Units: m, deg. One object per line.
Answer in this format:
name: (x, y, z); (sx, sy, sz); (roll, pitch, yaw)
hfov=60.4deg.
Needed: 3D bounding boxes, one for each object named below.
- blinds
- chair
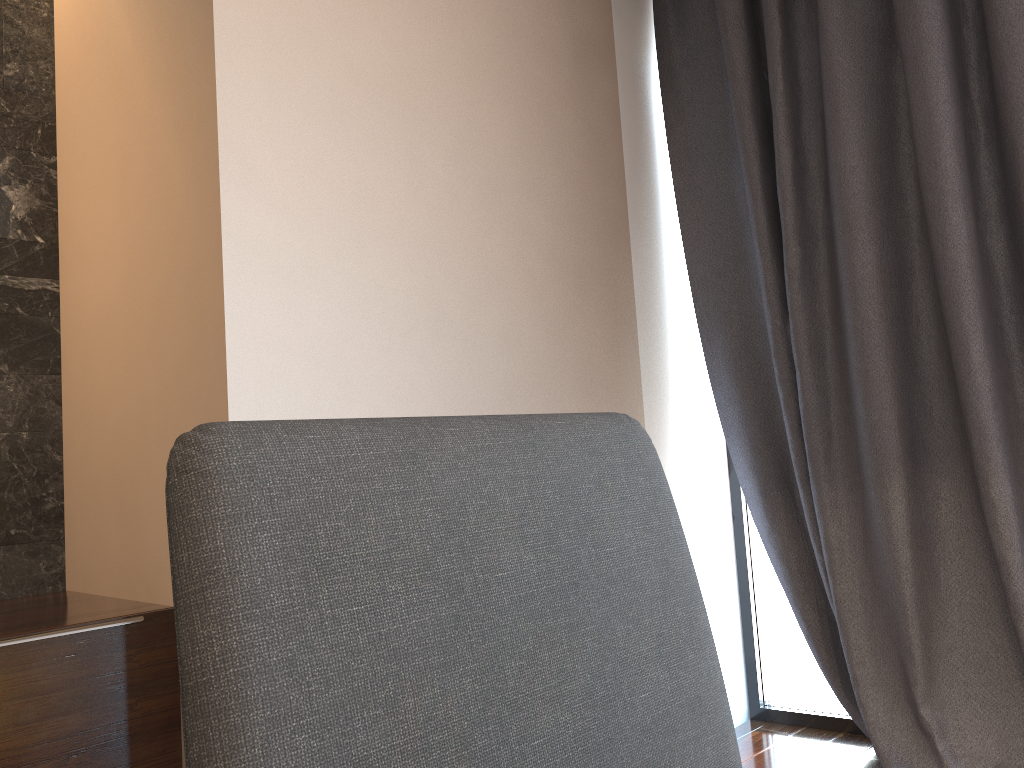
blinds: (3.287, -0.694, 0.697); (7.106, 2.894, 0.788); (-8, -7, 37)
chair: (0.173, 0.471, 0.357); (0.451, 0.965, 0.541); (1, -7, -44)
